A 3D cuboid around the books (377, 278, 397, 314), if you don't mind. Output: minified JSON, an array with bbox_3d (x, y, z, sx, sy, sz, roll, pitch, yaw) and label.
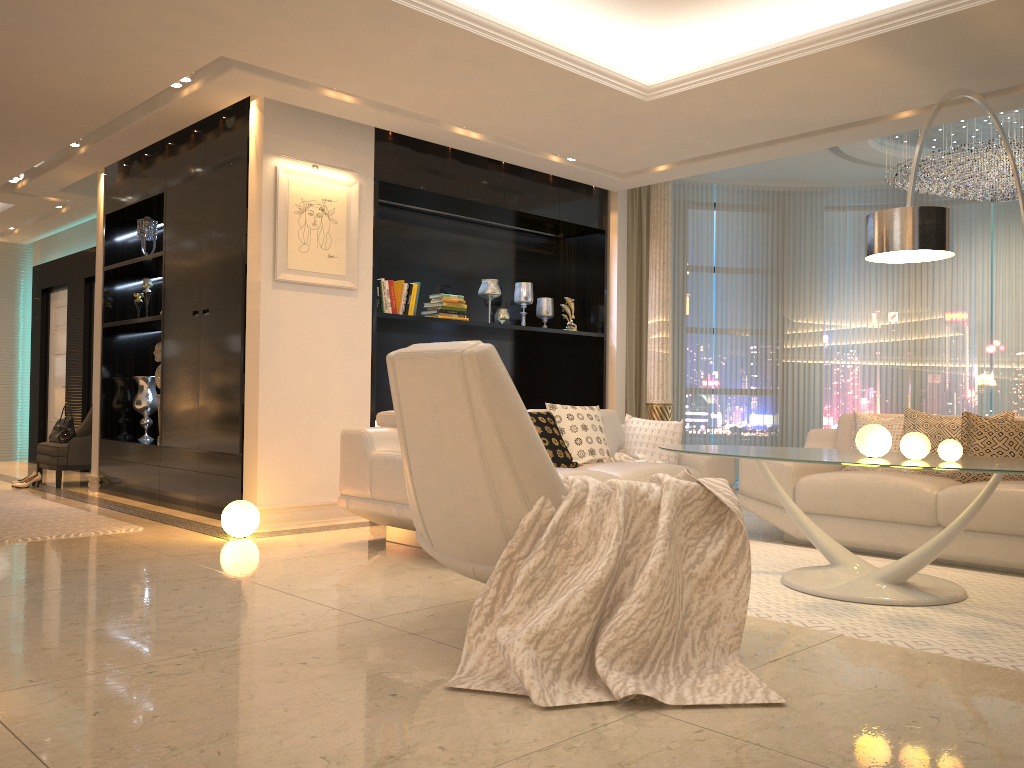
[{"bbox_3d":[-0.975,-0.625,6.324,0.240,0.270,0.208,2,-1,-44],"label":"books"}]

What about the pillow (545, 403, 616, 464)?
[{"bbox_3d":[0.470,0.322,5.696,0.526,0.399,0.255,2,-1,-44],"label":"pillow"}]

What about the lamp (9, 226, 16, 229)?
[{"bbox_3d":[-5.627,-1.804,9.953,0.107,0.127,0.107,0,-1,27],"label":"lamp"}]

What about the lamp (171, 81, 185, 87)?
[{"bbox_3d":[-2.014,-1.844,5.310,0.107,0.127,0.107,0,-1,27],"label":"lamp"}]

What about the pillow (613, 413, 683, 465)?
[{"bbox_3d":[0.856,0.355,5.714,0.281,0.325,0.521,1,-1,-34],"label":"pillow"}]

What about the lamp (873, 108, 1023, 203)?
[{"bbox_3d":[3.994,-1.820,7.132,2.109,0.685,2.109,1,-1,1],"label":"lamp"}]

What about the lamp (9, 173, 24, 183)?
[{"bbox_3d":[-4.324,-1.829,7.714,0.107,0.127,0.235,2,-1,-44],"label":"lamp"}]

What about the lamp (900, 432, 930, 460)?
[{"bbox_3d":[1.665,0.256,3.663,0.115,0.115,0.115,1,-1,-18],"label":"lamp"}]

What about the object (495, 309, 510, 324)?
[{"bbox_3d":[-0.082,-0.538,7.287,0.119,0.154,0.119,1,-1,-34],"label":"object"}]

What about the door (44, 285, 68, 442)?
[{"bbox_3d":[-5.103,-0.088,10.011,0.089,2.034,0.919,2,-1,-44],"label":"door"}]

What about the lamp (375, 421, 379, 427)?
[{"bbox_3d":[-1.033,0.362,6.398,0.213,0.214,0.212,1,-1,-5],"label":"lamp"}]

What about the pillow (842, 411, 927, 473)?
[{"bbox_3d":[2.211,0.353,5.273,0.222,0.380,0.463,2,-1,-39],"label":"pillow"}]

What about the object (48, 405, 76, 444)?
[{"bbox_3d":[-4.029,0.358,7.962,0.168,0.345,0.366,2,-1,-45],"label":"object"}]

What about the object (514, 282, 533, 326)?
[{"bbox_3d":[0.100,-0.653,7.620,0.156,0.426,0.156,2,-1,-39],"label":"object"}]

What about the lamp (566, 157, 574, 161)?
[{"bbox_3d":[0.463,-1.774,6.777,0.107,0.127,0.107,0,-1,27],"label":"lamp"}]

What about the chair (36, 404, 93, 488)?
[{"bbox_3d":[-3.887,0.459,8.080,0.702,0.898,0.625,2,-1,-43],"label":"chair"}]

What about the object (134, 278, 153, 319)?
[{"bbox_3d":[-3.010,-0.679,7.231,0.176,0.361,0.079,0,-1,27],"label":"object"}]

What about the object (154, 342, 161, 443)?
[{"bbox_3d":[-2.698,0.065,6.964,0.221,0.794,0.308,1,-1,-17],"label":"object"}]

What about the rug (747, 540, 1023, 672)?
[{"bbox_3d":[1.565,0.894,3.862,1.661,0.020,2.900,2,-1,-44],"label":"rug"}]

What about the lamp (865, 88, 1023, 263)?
[{"bbox_3d":[2.471,-0.334,4.783,2.009,2.519,0.393,2,-1,-44],"label":"lamp"}]

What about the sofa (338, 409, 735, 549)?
[{"bbox_3d":[0.245,0.533,5.353,2.328,0.754,1.145,2,-1,-44],"label":"sofa"}]

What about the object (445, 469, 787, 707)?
[{"bbox_3d":[0.244,0.568,2.988,0.972,0.580,1.347,1,-1,-7],"label":"object"}]

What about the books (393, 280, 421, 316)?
[{"bbox_3d":[-0.811,-0.616,6.488,0.210,0.261,0.212,2,-1,-44],"label":"books"}]

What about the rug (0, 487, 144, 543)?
[{"bbox_3d":[-4.496,0.868,6.636,1.526,0.015,5.025,2,-1,-44],"label":"rug"}]

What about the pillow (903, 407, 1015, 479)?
[{"bbox_3d":[2.509,0.350,5.006,0.587,0.429,0.288,0,-1,21],"label":"pillow"}]

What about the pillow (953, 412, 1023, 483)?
[{"bbox_3d":[2.677,0.342,4.726,0.301,0.436,0.575,2,-1,-38],"label":"pillow"}]

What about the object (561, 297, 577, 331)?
[{"bbox_3d":[0.492,-0.595,7.645,0.116,0.293,0.182,0,-1,43],"label":"object"}]

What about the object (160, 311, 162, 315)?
[{"bbox_3d":[-2.688,-0.661,6.950,0.113,0.318,0.116,2,-1,-44],"label":"object"}]

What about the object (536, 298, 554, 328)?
[{"bbox_3d":[0.290,-0.592,7.793,0.147,0.317,0.147,2,-1,-42],"label":"object"}]

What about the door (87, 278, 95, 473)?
[{"bbox_3d":[-4.101,-0.095,8.974,0.089,2.034,0.919,2,-1,-44],"label":"door"}]

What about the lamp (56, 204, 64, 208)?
[{"bbox_3d":[-4.501,-1.811,8.788,0.107,0.127,0.107,0,-1,27],"label":"lamp"}]

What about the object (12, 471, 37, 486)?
[{"bbox_3d":[-4.292,0.834,7.819,0.235,0.135,0.084,1,-1,4],"label":"object"}]

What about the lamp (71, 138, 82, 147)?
[{"bbox_3d":[-3.261,-1.836,6.610,0.107,0.127,0.107,0,-1,27],"label":"lamp"}]

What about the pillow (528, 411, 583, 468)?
[{"bbox_3d":[0.171,0.326,5.347,0.524,0.355,0.323,2,-1,-43],"label":"pillow"}]

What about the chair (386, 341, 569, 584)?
[{"bbox_3d":[0.064,0.370,3.103,0.983,0.991,1.027,2,-1,-45],"label":"chair"}]

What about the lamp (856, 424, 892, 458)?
[{"bbox_3d":[1.545,0.243,3.788,0.143,0.143,0.143,0,-1,30],"label":"lamp"}]

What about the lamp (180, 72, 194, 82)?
[{"bbox_3d":[-1.925,-1.845,5.217,0.107,0.127,0.107,0,-1,27],"label":"lamp"}]

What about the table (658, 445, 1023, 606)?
[{"bbox_3d":[1.558,0.599,3.892,0.999,0.565,2.140,2,-1,-45],"label":"table"}]

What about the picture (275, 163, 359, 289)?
[{"bbox_3d":[-1.255,-1.005,5.740,0.610,0.729,0.027,2,-1,-44],"label":"picture"}]

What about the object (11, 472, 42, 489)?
[{"bbox_3d":[-4.188,0.832,7.656,0.235,0.135,0.084,2,-1,-42],"label":"object"}]

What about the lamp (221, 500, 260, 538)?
[{"bbox_3d":[-1.561,0.775,5.101,0.213,0.214,0.212,1,-1,-5],"label":"lamp"}]

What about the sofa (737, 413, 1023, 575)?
[{"bbox_3d":[2.539,0.552,4.846,1.145,0.754,2.328,2,-1,-44],"label":"sofa"}]

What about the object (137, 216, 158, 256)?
[{"bbox_3d":[-2.884,-1.150,7.008,0.155,0.347,0.155,0,-1,26],"label":"object"}]

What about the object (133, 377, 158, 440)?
[{"bbox_3d":[-3.052,0.202,7.408,0.221,0.522,0.221,2,-1,-39],"label":"object"}]

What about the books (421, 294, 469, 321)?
[{"bbox_3d":[-0.509,-0.576,6.812,0.296,0.197,0.260,2,-1,-41],"label":"books"}]

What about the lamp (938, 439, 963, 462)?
[{"bbox_3d":[1.761,0.267,3.563,0.090,0.091,0.090,1,-1,7],"label":"lamp"}]

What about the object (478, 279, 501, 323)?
[{"bbox_3d":[-0.182,-0.655,7.206,0.181,0.381,0.181,0,-1,40],"label":"object"}]
